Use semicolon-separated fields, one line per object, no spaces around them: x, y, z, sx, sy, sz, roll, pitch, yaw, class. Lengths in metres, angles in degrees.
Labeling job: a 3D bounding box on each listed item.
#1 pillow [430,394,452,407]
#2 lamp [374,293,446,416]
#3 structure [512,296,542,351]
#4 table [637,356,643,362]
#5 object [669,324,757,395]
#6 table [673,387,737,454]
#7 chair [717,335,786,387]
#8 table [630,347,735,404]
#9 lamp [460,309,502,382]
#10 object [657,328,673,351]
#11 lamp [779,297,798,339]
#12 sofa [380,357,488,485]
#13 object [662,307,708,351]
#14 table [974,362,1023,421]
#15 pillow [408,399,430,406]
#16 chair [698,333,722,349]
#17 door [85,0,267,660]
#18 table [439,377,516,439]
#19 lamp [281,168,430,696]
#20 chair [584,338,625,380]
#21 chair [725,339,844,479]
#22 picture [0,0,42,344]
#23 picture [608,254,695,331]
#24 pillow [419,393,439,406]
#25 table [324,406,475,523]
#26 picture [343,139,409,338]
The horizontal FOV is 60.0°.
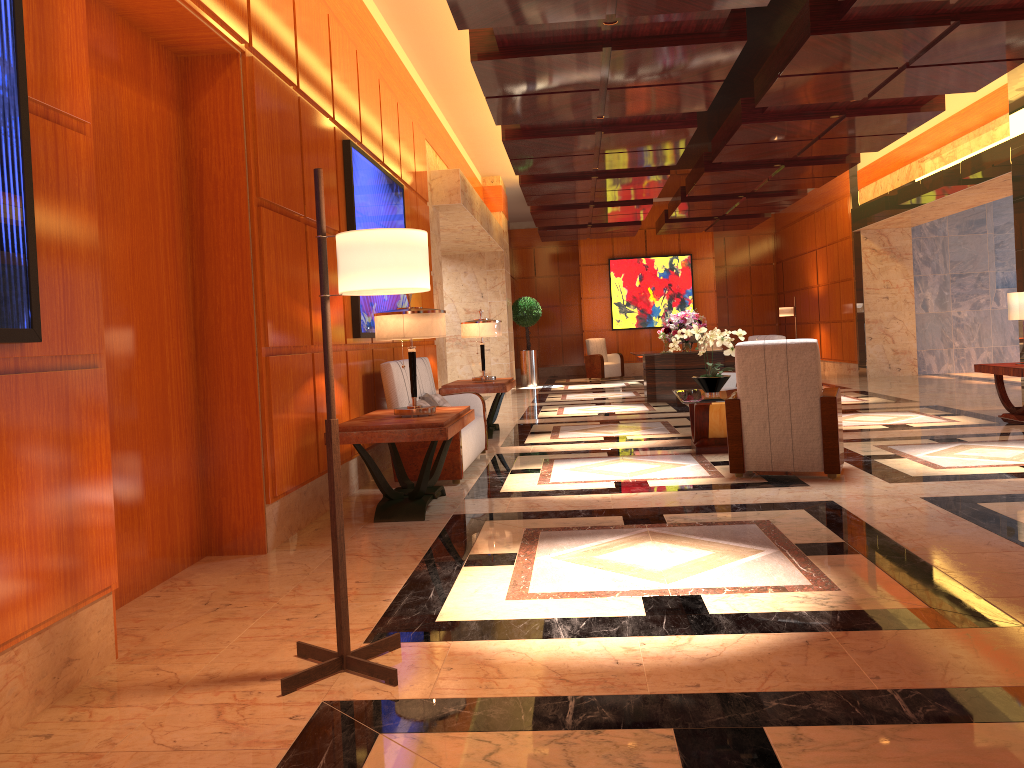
-0.617;0.196;7.884;0.202;0.229;0.274;-3;2;7;pillow
-0.639;-0.207;5.668;0.459;0.793;0.458;-4;1;-34;lamp
0.332;-1.060;19.264;0.722;1.711;0.722;-3;1;-18;structure
3.263;-0.330;18.686;1.167;0.534;0.726;-3;2;4;table
1.737;-0.216;7.679;0.789;0.617;0.417;-4;2;-18;object
1.831;0.330;7.799;0.722;0.495;1.562;-3;3;7;table
2.452;-0.020;9.241;0.629;0.960;0.738;-3;2;-17;chair
2.669;-0.135;13.475;1.600;0.744;1.602;-3;3;4;table
-0.328;-0.429;9.810;0.458;0.809;0.459;-3;1;14;lamp
3.250;-0.897;18.708;0.350;0.595;0.327;-2;1;24;object
6.135;-1.074;19.359;0.527;1.660;0.360;-3;1;-6;lamp
-0.613;0.243;7.456;0.612;0.931;1.801;-3;2;5;sofa
2.633;-0.836;13.448;0.650;0.658;0.680;-3;2;-4;object
5.267;0.072;8.912;0.724;0.534;1.169;-3;3;7;table
-0.690;0.240;7.006;0.195;0.227;0.344;-3;2;9;pillow
4.572;-0.717;20.622;0.737;0.960;0.629;-2;2;23;chair
-1.590;-0.375;3.917;0.340;2.650;1.539;-3;1;4;door
-0.350;0.273;9.958;0.725;0.606;1.272;-3;3;5;table
-0.513;0.116;2.935;0.527;1.660;0.360;-3;1;-6;lamp
2.148;-0.601;20.802;0.739;0.960;0.628;-4;2;-37;chair
1.932;0.159;6.290;0.737;0.960;0.629;-2;2;23;chair
-1.538;-0.793;1.637;0.056;1.451;1.999;-3;2;4;picture
3.364;-2.204;21.330;1.996;1.735;0.056;-3;1;4;picture
-0.686;0.209;7.441;0.160;0.253;0.358;-3;2;1;pillow
-0.666;0.507;5.748;0.725;0.606;1.272;-3;3;5;table
-1.099;-1.117;7.480;0.056;1.451;1.999;-3;2;4;picture
